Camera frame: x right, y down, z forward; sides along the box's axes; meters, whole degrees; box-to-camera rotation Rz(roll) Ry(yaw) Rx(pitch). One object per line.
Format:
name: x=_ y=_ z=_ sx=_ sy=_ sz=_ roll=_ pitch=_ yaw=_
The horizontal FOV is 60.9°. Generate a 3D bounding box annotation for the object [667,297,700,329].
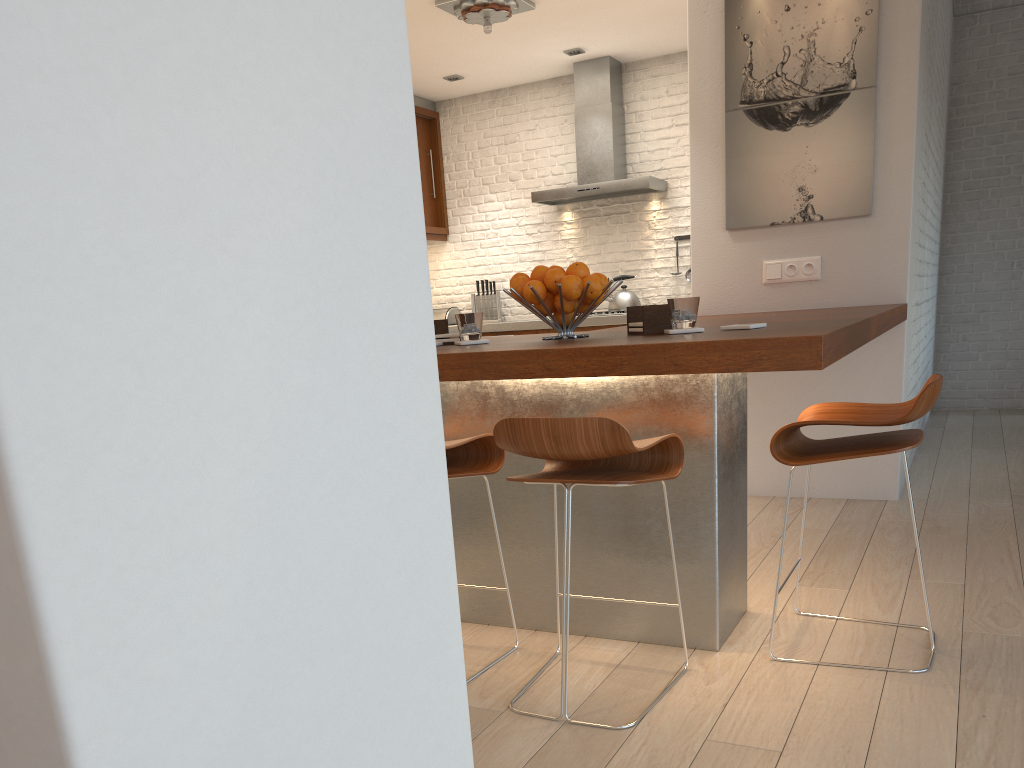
object: x=0.480 y=-0.198 z=2.439 sx=0.090 sy=0.088 sz=0.089 roll=5 pitch=13 yaw=42

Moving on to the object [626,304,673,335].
object: x=0.405 y=-0.190 z=2.563 sx=0.093 sy=0.085 sz=0.111 roll=-7 pitch=9 yaw=-17

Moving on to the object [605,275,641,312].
object: x=0.889 y=-0.721 z=6.902 sx=0.257 sy=0.285 sz=0.259 roll=-13 pitch=13 yaw=-40

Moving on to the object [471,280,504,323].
object: x=-0.234 y=-0.741 z=7.821 sx=0.321 sy=0.389 sz=0.064 roll=1 pitch=15 yaw=27

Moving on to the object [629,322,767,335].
object: x=0.502 y=-0.164 z=2.475 sx=0.394 sy=0.036 sz=0.192 roll=-1 pitch=6 yaw=31

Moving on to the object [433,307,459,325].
object: x=-0.687 y=-0.617 z=8.037 sx=0.344 sy=0.165 sz=0.242 roll=-1 pitch=9 yaw=28

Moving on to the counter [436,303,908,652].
counter: x=0.511 y=0.250 z=3.404 sx=1.683 sy=0.951 sz=2.422 roll=0 pitch=7 yaw=28

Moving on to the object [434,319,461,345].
object: x=-0.192 y=-0.173 z=2.878 sx=0.114 sy=0.085 sz=0.091 roll=0 pitch=10 yaw=27

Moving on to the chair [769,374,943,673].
chair: x=0.984 y=0.375 z=2.465 sx=0.421 sy=0.802 sz=0.390 roll=3 pitch=14 yaw=27

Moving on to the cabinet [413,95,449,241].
cabinet: x=-1.569 y=-1.704 z=6.459 sx=0.460 sy=1.202 sz=3.242 roll=3 pitch=9 yaw=28

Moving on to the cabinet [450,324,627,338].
cabinet: x=-0.230 y=-0.937 z=6.414 sx=4.771 sy=2.937 sz=2.191 roll=-5 pitch=11 yaw=-7

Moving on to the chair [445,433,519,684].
chair: x=-0.278 y=0.460 z=2.532 sx=0.403 sy=0.802 sz=0.407 roll=3 pitch=14 yaw=27

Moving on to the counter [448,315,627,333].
counter: x=-0.116 y=-0.374 z=6.115 sx=3.516 sy=0.072 sz=3.234 roll=-2 pitch=6 yaw=28

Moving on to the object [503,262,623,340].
object: x=0.159 y=-0.253 z=2.676 sx=0.365 sy=0.230 sz=0.352 roll=-5 pitch=8 yaw=-7

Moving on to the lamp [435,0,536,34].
lamp: x=-0.152 y=-2.219 z=5.288 sx=0.449 sy=0.176 sz=0.437 roll=-1 pitch=7 yaw=28

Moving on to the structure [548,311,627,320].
structure: x=0.725 y=-0.574 z=7.138 sx=0.810 sy=0.033 sz=0.572 roll=-2 pitch=6 yaw=28

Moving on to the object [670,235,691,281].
object: x=1.569 y=-0.992 z=6.855 sx=0.668 sy=0.403 sz=0.135 roll=0 pitch=14 yaw=27

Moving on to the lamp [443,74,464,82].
lamp: x=-0.462 y=-2.434 z=6.878 sx=0.123 sy=0.057 sz=0.120 roll=-1 pitch=8 yaw=28

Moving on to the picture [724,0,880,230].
picture: x=1.291 y=-1.259 z=3.937 sx=0.653 sy=1.052 sz=0.019 roll=2 pitch=16 yaw=26

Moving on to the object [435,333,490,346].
object: x=-0.180 y=-0.145 z=2.818 sx=0.286 sy=0.036 sz=0.199 roll=-1 pitch=6 yaw=28

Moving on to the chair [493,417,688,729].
chair: x=0.199 y=0.447 z=2.286 sx=0.403 sy=0.802 sz=0.407 roll=3 pitch=14 yaw=27

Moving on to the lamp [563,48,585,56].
lamp: x=0.457 y=-2.459 z=6.404 sx=0.123 sy=0.057 sz=0.120 roll=-1 pitch=8 yaw=28

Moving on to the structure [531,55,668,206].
structure: x=0.664 y=-1.988 z=6.830 sx=0.983 sy=1.028 sz=0.441 roll=1 pitch=14 yaw=27

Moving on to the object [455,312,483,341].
object: x=-0.132 y=-0.179 z=2.742 sx=0.091 sy=0.088 sz=0.088 roll=0 pitch=11 yaw=25
